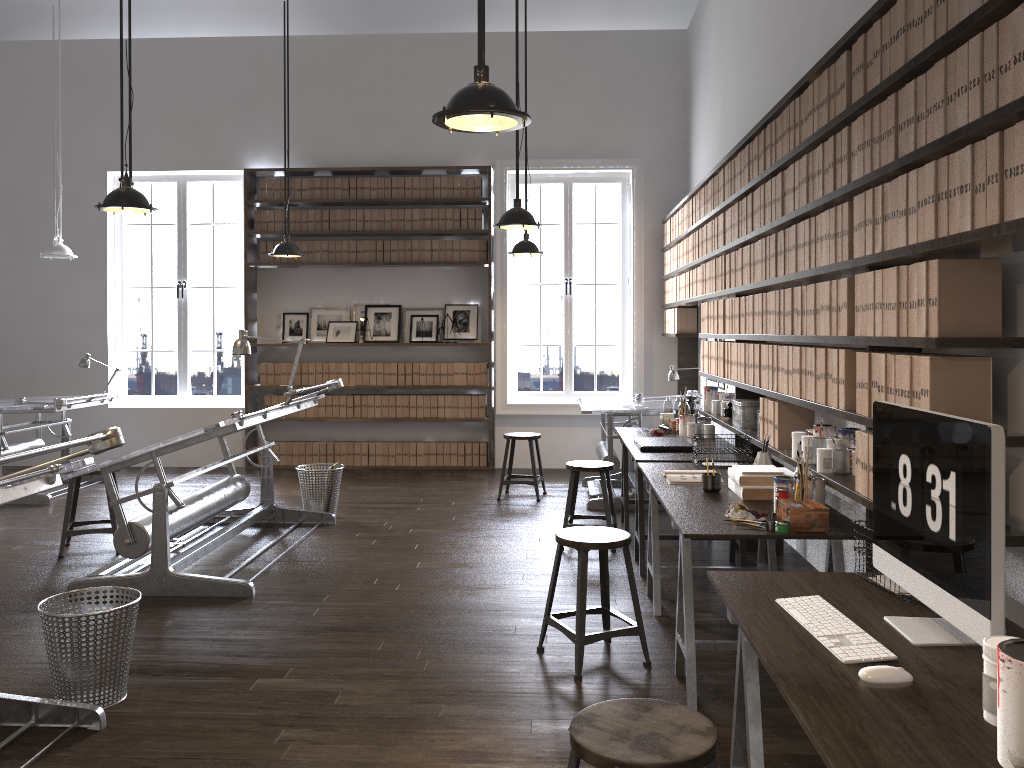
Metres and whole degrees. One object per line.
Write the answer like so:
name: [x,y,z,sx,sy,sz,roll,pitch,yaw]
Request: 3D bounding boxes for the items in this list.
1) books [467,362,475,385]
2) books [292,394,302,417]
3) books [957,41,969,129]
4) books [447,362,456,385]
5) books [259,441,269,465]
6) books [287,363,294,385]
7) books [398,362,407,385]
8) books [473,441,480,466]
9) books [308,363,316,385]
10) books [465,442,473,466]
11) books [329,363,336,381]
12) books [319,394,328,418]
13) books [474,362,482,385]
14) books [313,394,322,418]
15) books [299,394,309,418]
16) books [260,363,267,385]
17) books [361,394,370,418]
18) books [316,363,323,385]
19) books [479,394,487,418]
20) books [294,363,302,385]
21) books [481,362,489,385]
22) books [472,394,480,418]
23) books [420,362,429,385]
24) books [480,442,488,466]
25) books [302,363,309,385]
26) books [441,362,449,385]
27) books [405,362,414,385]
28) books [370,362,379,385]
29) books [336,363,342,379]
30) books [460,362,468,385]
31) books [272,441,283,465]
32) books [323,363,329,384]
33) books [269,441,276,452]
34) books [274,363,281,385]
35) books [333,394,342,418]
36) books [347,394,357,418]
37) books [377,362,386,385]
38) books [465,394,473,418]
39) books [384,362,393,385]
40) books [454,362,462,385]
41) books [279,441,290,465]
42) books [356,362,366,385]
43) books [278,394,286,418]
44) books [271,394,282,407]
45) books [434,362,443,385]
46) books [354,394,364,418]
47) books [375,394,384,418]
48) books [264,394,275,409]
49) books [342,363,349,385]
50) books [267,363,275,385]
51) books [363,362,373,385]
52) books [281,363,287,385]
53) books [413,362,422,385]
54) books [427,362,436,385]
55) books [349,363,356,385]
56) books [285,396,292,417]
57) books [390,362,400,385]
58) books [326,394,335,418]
books: [-0.409,-0.102,8.911,0.067,0.225,0.175,0,2,3]
books: [-2.175,0.220,8.996,0.067,0.225,0.175,0,2,3]
books: [1.264,-0.774,2.313,0.174,0.225,0.067,0,1,3]
books: [-0.608,-0.102,8.920,0.067,0.225,0.175,0,2,3]
books: [-2.518,0.701,9.017,0.067,0.225,0.174,0,2,3]
books: [-2.228,-0.102,8.998,0.067,0.225,0.175,0,2,3]
books: [-1.104,-0.102,8.945,0.067,0.225,0.175,0,2,3]
books: [-0.357,0.702,8.916,0.067,0.225,0.175,0,2,3]
books: [-2.008,-0.102,8.983,0.067,0.225,0.174,0,2,3]
books: [-0.431,0.702,8.914,0.067,0.225,0.175,0,2,3]
books: [-1.799,-0.102,8.971,0.067,0.225,0.175,0,2,3]
books: [-1.903,0.220,8.978,0.067,0.225,0.175,0,2,3]
books: [-0.339,-0.102,8.910,0.067,0.225,0.174,0,2,3]
books: [-1.969,0.220,8.986,0.067,0.225,0.175,0,2,3]
books: [-2.104,0.220,8.989,0.067,0.225,0.175,0,2,3]
books: [-2.501,-0.102,9.007,0.067,0.225,0.174,0,2,3]
books: [-1.473,0.220,8.965,0.067,0.225,0.175,0,2,3]
books: [-1.937,-0.102,8.983,0.067,0.225,0.174,0,2,3]
books: [-0.293,0.220,8.905,0.067,0.225,0.174,0,2,3]
books: [-2.154,-0.102,8.989,0.067,0.225,0.175,0,2,3]
books: [-0.274,-0.102,8.900,0.067,0.225,0.175,0,2,3]
books: [-0.364,0.220,8.912,0.067,0.225,0.174,0,2,3]
books: [-0.884,-0.102,8.930,0.067,0.225,0.174,0,2,3]
books: [-0.281,0.702,8.910,0.067,0.225,0.175,0,2,3]
books: [-2.079,-0.102,8.991,0.067,0.225,0.175,0,2,3]
books: [-0.675,-0.102,8.919,0.067,0.225,0.175,0,2,3]
books: [-1.030,-0.102,8.936,0.067,0.225,0.175,0,2,3]
books: [-1.388,-0.102,8.955,0.067,0.225,0.174,0,2,3]
books: [-1.732,-0.102,8.973,0.067,0.225,0.175,0,2,3]
books: [-0.479,-0.102,8.911,0.067,0.225,0.175,0,2,3]
books: [-2.378,0.702,9.005,0.067,0.225,0.175,0,2,3]
books: [-1.866,-0.102,8.980,0.067,0.225,0.175,0,2,3]
books: [-2.448,0.701,9.012,0.067,0.225,0.175,0,2,3]
books: [-2.357,-0.102,8.997,0.067,0.225,0.175,0,2,3]
books: [-1.764,0.220,8.978,0.067,0.225,0.174,0,2,3]
books: [-1.622,0.220,8.972,0.067,0.225,0.175,0,2,3]
books: [-1.315,-0.102,8.948,0.067,0.225,0.175,0,2,3]
books: [-0.435,0.220,8.916,0.067,0.225,0.175,0,2,3]
books: [-1.243,-0.102,8.945,0.067,0.225,0.175,0,2,3]
books: [-0.546,-0.102,8.916,0.067,0.225,0.175,0,2,3]
books: [-2.305,0.702,9.003,0.067,0.225,0.175,0,2,3]
books: [-1.527,-0.102,8.963,0.067,0.225,0.175,0,2,3]
books: [-2.314,0.220,9.000,0.067,0.225,0.174,0,2,3]
books: [-2.387,0.220,9.000,0.067,0.225,0.175,0,2,3]
books: [-0.742,-0.102,8.928,0.067,0.225,0.175,0,2,3]
books: [-1.548,0.220,8.963,0.067,0.225,0.175,0,2,3]
books: [-1.336,0.220,8.955,0.067,0.225,0.174,0,2,3]
books: [-2.459,0.220,9.004,0.067,0.225,0.175,0,2,3]
books: [-1.670,-0.102,8.968,0.067,0.225,0.175,0,2,3]
books: [-2.429,-0.102,9.000,0.067,0.225,0.175,0,2,3]
books: [-1.457,-0.102,8.962,0.067,0.225,0.174,0,2,3]
books: [-2.293,-0.102,8.998,0.067,0.225,0.175,0,2,3]
books: [-0.955,-0.102,8.938,0.067,0.225,0.175,0,2,3]
books: [-0.813,-0.102,8.931,0.067,0.225,0.174,0,2,3]
books: [-1.597,-0.102,8.963,0.067,0.225,0.175,0,2,3]
books: [-2.244,0.220,9.001,0.067,0.225,0.174,0,2,3]
books: [-1.180,-0.102,8.946,0.067,0.225,0.175,0,2,3]
books: [-1.835,0.220,8.981,0.067,0.225,0.175,0,2,3]
